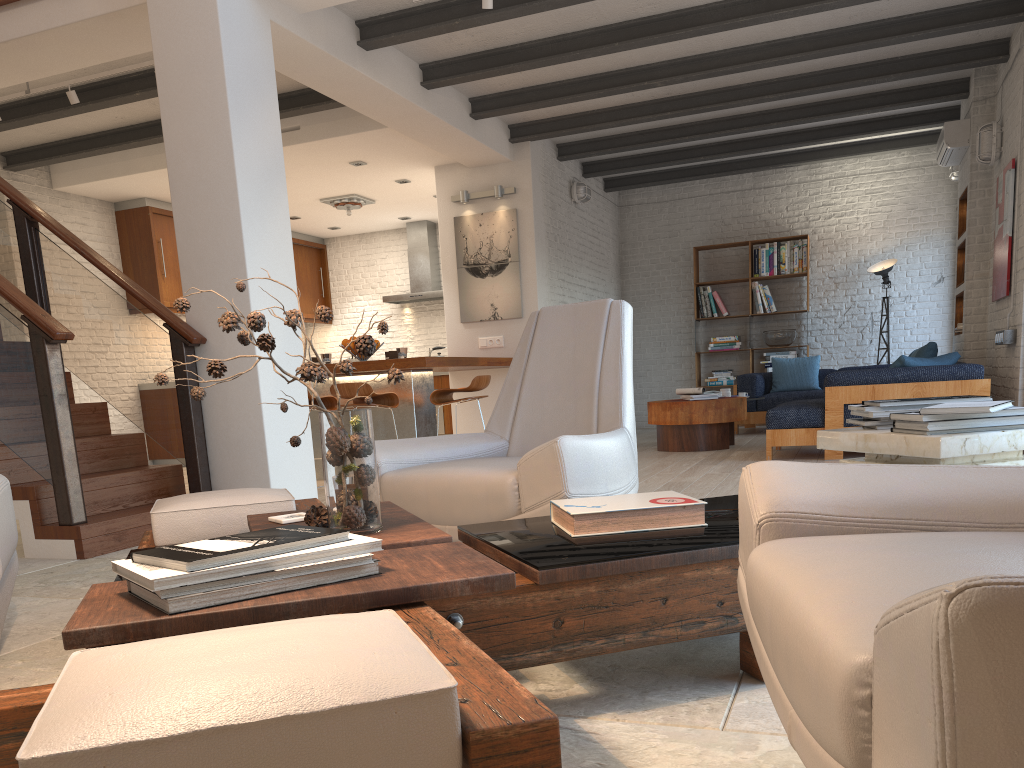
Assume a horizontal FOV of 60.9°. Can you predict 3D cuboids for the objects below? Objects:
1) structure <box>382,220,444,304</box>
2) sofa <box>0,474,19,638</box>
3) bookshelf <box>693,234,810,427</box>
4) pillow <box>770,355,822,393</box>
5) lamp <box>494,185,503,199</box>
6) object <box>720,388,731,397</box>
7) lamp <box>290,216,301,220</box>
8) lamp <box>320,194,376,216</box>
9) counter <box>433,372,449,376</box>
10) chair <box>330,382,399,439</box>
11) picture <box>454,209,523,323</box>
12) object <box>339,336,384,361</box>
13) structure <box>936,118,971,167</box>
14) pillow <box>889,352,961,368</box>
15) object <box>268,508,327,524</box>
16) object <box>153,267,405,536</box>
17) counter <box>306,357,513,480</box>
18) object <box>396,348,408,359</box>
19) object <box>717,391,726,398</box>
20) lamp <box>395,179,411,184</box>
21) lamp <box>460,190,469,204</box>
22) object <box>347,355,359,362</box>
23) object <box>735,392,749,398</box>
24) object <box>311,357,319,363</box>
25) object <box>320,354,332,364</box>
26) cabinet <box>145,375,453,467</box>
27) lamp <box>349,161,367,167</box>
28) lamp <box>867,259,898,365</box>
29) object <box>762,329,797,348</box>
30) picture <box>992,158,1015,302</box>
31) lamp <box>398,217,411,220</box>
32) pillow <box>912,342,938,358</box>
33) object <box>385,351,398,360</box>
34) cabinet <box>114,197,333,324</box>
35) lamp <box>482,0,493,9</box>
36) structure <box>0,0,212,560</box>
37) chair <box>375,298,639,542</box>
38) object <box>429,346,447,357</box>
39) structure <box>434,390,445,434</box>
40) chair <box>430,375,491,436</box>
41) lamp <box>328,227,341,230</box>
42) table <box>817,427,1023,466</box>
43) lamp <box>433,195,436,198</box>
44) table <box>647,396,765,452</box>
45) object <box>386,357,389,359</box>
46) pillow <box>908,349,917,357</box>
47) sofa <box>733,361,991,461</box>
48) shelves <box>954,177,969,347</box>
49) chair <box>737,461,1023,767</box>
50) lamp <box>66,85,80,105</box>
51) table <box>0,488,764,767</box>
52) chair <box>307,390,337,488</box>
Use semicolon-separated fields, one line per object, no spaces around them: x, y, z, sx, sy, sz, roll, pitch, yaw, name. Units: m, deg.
-1.186;-1.601;11.393;0.986;1.015;0.446;-1;9;21;structure
-1.765;0.434;1.581;1.138;0.770;2.301;-5;1;-19;sofa
2.936;-0.593;10.680;1.318;2.252;0.355;0;10;21;bookshelf
3.185;-0.111;9.791;0.556;0.418;0.218;-2;8;20;pillow
-0.127;-1.816;8.248;0.078;0.106;0.079;-9;9;-40;lamp
2.067;0.101;8.448;0.108;0.110;0.106;1;7;37;object
-2.639;-2.026;10.546;0.124;0.056;0.121;-3;2;21;lamp
-1.833;-1.974;9.773;0.451;0.174;0.442;-3;2;21;lamp
-1.855;-0.092;10.452;3.527;0.071;3.271;-3;0;21;counter
-1.107;0.378;6.562;0.405;0.792;0.411;0;9;21;chair
-0.233;-1.137;8.486;0.655;1.039;0.019;-1;11;21;picture
-1.203;-0.275;7.010;0.364;0.226;0.358;-4;3;-13;object
3.949;-2.147;7.820;0.200;0.223;0.799;-1;2;21;structure
3.008;-0.057;6.491;0.561;0.335;0.371;-4;5;-18;pillow
-0.499;0.330;2.289;0.271;0.035;0.245;-3;0;-7;object
-0.508;0.043;1.934;0.541;0.621;0.309;-4;8;-8;object
-0.923;0.287;7.738;1.688;0.938;2.449;-2;2;21;counter
-0.856;-0.237;6.801;0.091;0.086;0.089;0;6;36;object
1.936;0.100;8.180;0.147;0.057;0.172;-3;1;11;object
-1.128;-2.113;9.017;0.124;0.056;0.121;-3;2;21;lamp
-0.458;-1.797;8.377;0.078;0.106;0.079;-9;9;-40;lamp
-2.165;-0.302;12.188;0.322;0.384;0.064;-1;10;21;object
2.259;0.116;8.574;0.155;0.058;0.265;-3;1;14;object
-1.572;-0.182;7.169;0.114;0.084;0.092;-2;5;21;object
-1.498;-0.199;7.039;0.091;0.086;0.089;-2;5;18;object
-2.011;-0.619;10.789;4.764;2.898;2.226;-4;7;-14;cabinet
-1.449;-2.092;8.202;0.124;0.056;0.121;-3;2;21;lamp
4.343;-0.494;9.803;0.506;1.887;0.847;-4;9;-6;lamp
3.253;-0.549;10.605;0.397;0.206;0.399;-5;3;-27;object
3.750;-1.141;6.662;0.019;0.981;0.726;1;8;21;picture
-1.354;-2.104;10.982;0.124;0.056;0.121;-3;2;21;lamp
3.587;-0.146;7.670;0.255;0.424;1.189;0;2;21;pillow
-0.945;-0.219;6.918;0.093;0.084;0.113;-5;4;-24;object
-3.360;-1.381;10.756;0.462;1.184;3.279;0;3;21;cabinet
-0.136;-2.132;4.823;0.059;0.132;0.084;-5;7;-9;lamp
-1.963;-1.286;5.353;10.167;4.223;13.595;-3;1;21;structure
0.049;0.201;3.251;1.024;1.038;0.954;1;7;38;chair
-0.948;-0.351;11.381;0.261;0.281;0.258;2;8;43;object
-1.127;0.373;11.624;0.670;0.590;0.489;-2;6;21;structure
-0.348;0.332;6.833;0.423;0.792;0.394;0;9;21;chair
-2.319;-2.047;11.359;0.124;0.056;0.121;-3;2;21;lamp
1.273;0.380;2.597;0.492;0.515;0.487;-5;6;-18;table
-0.808;-2.134;9.831;0.124;0.056;0.121;-3;2;21;lamp
1.839;0.361;8.521;1.077;0.455;1.797;-3;1;27;table
-0.838;-0.201;6.837;0.396;0.035;0.194;-3;0;25;object
4.088;-0.154;8.903;0.243;0.406;1.085;0;2;20;pillow
3.021;0.181;8.169;2.082;0.673;3.876;-3;1;21;sofa
4.193;-1.073;7.940;0.192;1.459;0.749;1;9;21;shelves
0.835;0.159;1.080;0.984;1.020;1.004;-3;5;6;chair
-2.995;-1.963;5.942;0.061;0.132;0.084;0;8;23;lamp
-0.072;0.497;2.025;1.961;0.438;2.178;-4;1;-18;table
-1.609;0.407;6.758;0.405;0.792;0.411;0;9;21;chair
